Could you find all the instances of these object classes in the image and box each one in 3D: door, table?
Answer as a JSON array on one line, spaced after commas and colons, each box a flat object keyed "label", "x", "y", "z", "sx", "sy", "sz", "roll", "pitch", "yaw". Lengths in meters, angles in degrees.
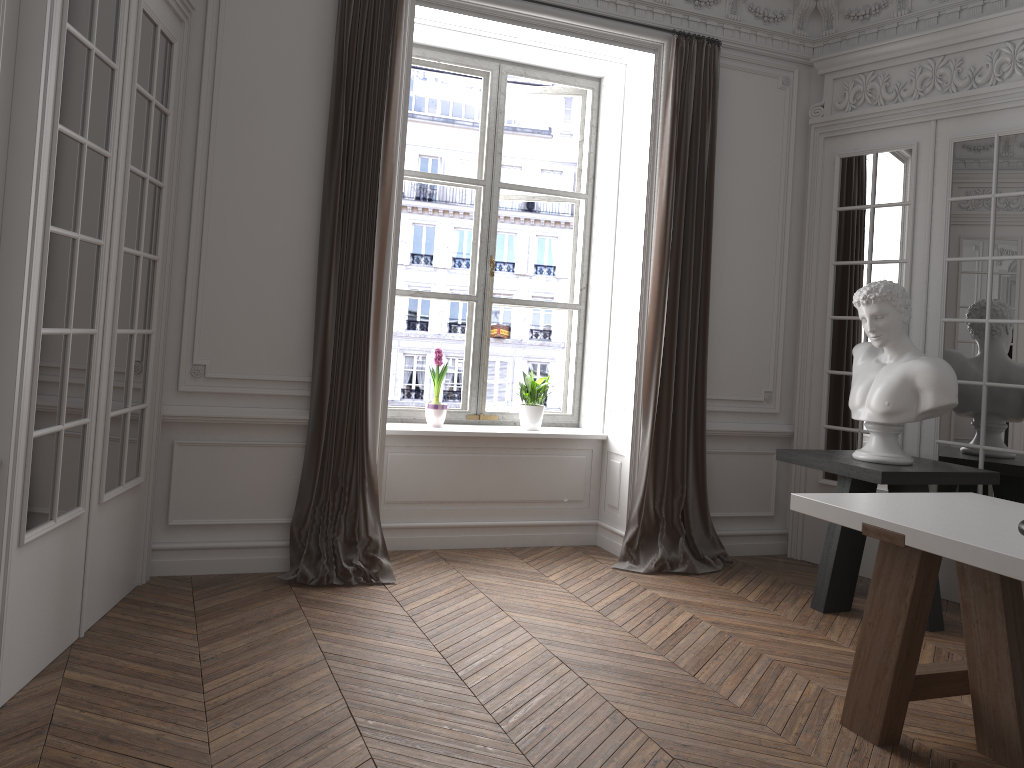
[{"label": "door", "x": 2.312, "y": -0.213, "z": 4.959, "sx": 0.085, "sy": 2.743, "sz": 1.567, "roll": 5, "pitch": -1, "yaw": -37}, {"label": "table", "x": 1.891, "y": 0.767, "z": 4.538, "sx": 0.766, "sy": 0.751, "sz": 0.769, "roll": 3, "pitch": 1, "yaw": -22}, {"label": "door", "x": -1.582, "y": -0.390, "z": 3.424, "sx": 0.085, "sy": 2.742, "sz": 1.563, "roll": 4, "pitch": -1, "yaw": -6}, {"label": "table", "x": 1.892, "y": 0.887, "z": 2.170, "sx": 0.898, "sy": 0.750, "sz": 2.627, "roll": 3, "pitch": 3, "yaw": -22}]

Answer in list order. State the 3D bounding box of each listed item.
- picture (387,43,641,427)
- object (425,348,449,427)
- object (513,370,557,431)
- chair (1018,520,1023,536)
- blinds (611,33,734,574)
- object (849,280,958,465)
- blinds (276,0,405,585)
[{"label": "picture", "x": 1.332, "y": -0.967, "z": 2.194, "sx": 13.173, "sy": 4.814, "sz": 13.264, "roll": 2, "pitch": 3, "yaw": -29}, {"label": "object", "x": -0.447, "y": 0.018, "z": 5.313, "sx": 0.129, "sy": 0.477, "sz": 0.128, "roll": 3, "pitch": -2, "yaw": 29}, {"label": "object", "x": 0.133, "y": 0.099, "z": 5.500, "sx": 0.214, "sy": 0.370, "sz": 0.285, "roll": 4, "pitch": 0, "yaw": -43}, {"label": "chair", "x": 1.327, "y": 0.790, "z": 1.658, "sx": 0.668, "sy": 0.926, "sz": 0.693, "roll": 4, "pitch": 0, "yaw": 4}, {"label": "blinds", "x": 1.033, "y": -0.508, "z": 5.106, "sx": 0.775, "sy": 3.109, "sz": 0.342, "roll": 4, "pitch": -2, "yaw": -27}, {"label": "object", "x": 1.926, "y": -0.066, "z": 4.500, "sx": 0.392, "sy": 0.926, "sz": 0.634, "roll": 4, "pitch": 0, "yaw": -22}, {"label": "blinds", "x": -0.775, "y": -0.591, "z": 4.433, "sx": 0.579, "sy": 3.110, "sz": 0.310, "roll": 4, "pitch": -2, "yaw": -16}]
